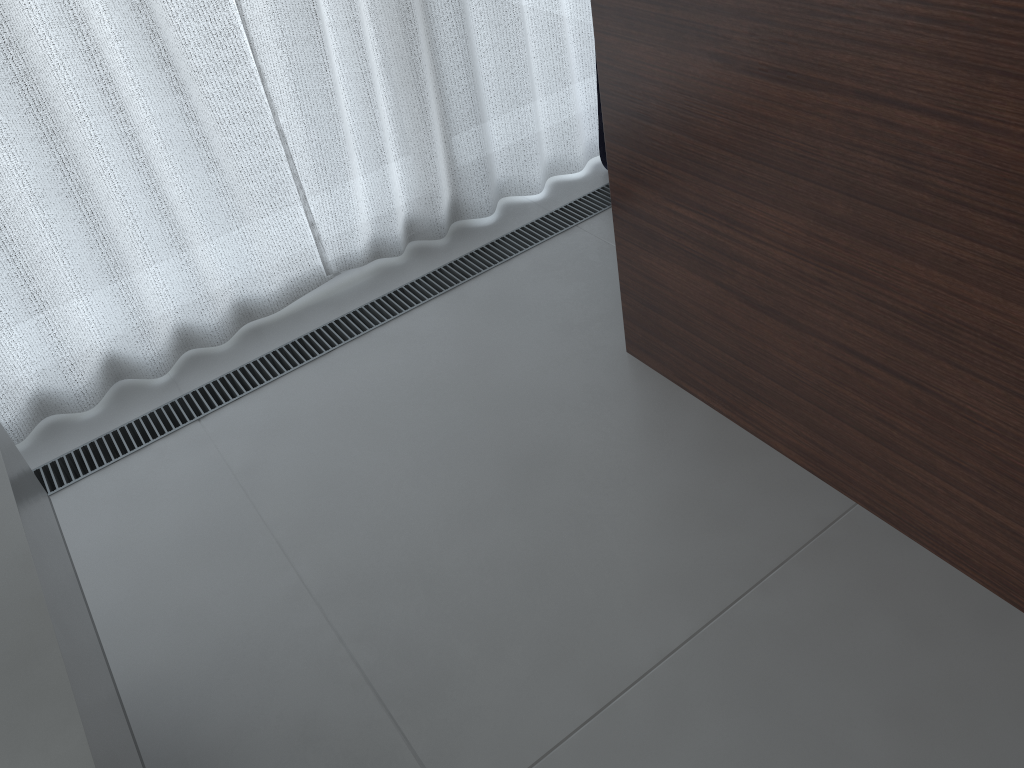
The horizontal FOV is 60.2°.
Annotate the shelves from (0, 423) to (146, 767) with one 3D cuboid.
[{"bbox_3d":[-1.386,0.965,0.577,2.386,0.479,0.896,-30,42,-23],"label":"shelves"}]

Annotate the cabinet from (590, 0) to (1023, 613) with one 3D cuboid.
[{"bbox_3d":[1.281,-0.442,0.118,0.798,2.446,3.424,-28,41,-22],"label":"cabinet"}]
